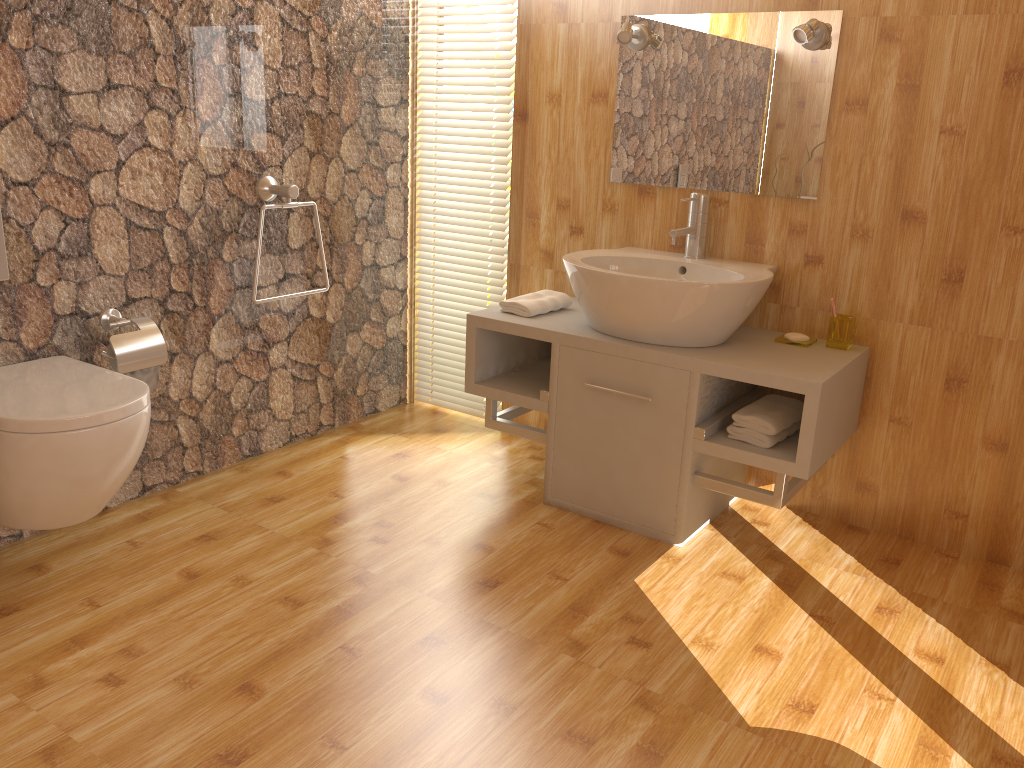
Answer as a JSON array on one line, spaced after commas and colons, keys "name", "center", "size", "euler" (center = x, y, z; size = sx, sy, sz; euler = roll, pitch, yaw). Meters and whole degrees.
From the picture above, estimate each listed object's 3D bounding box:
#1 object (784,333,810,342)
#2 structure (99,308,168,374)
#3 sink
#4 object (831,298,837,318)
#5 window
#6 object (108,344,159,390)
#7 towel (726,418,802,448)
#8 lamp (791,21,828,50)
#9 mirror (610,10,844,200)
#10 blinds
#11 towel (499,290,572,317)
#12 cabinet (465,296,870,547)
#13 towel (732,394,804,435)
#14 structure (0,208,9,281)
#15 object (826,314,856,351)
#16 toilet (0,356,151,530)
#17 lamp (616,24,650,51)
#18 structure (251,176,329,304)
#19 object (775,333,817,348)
[{"name": "object", "center": [0.858, -0.140, 2.671], "size": [0.075, 0.023, 0.050], "euler": [-4, 18, -20]}, {"name": "structure", "center": [-1.090, -0.126, 2.495], "size": [0.154, 0.151, 0.170], "euler": [14, 20, 32]}, {"name": "sink", "center": [0.462, -0.360, 2.678], "size": [0.634, 0.409, 0.533], "euler": [14, 20, 32]}, {"name": "object", "center": [0.950, -0.189, 2.606], "size": [0.063, 0.132, 0.012], "euler": [-6, 19, -26]}, {"name": "window", "center": [1.362, -0.604, 2.493], "size": [3.964, 2.164, 0.010], "euler": [14, 20, 32]}, {"name": "object", "center": [-1.070, -0.054, 2.509], "size": [0.090, 0.151, 0.098], "euler": [14, 20, 32]}, {"name": "towel", "center": [0.727, 0.121, 2.544], "size": [0.140, 0.048, 0.225], "euler": [16, 22, 37]}, {"name": "lamp", "center": [0.831, -0.985, 2.493], "size": [0.080, 0.080, 0.124], "euler": [14, 20, 32]}, {"name": "mirror", "center": [0.631, -0.868, 2.749], "size": [0.698, 0.523, 0.005], "euler": [14, 20, 32]}, {"name": "blinds", "center": [-0.179, -0.936, 3.323], "size": [0.420, 2.178, 0.042], "euler": [14, 20, 32]}, {"name": "towel", "center": [0.080, -0.270, 2.945], "size": [0.140, 0.048, 0.225], "euler": [16, 22, 37]}, {"name": "cabinet", "center": [0.444, 0.107, 2.828], "size": [1.136, 0.570, 0.517], "euler": [14, 20, 32]}, {"name": "towel", "center": [0.740, 0.085, 2.536], "size": [0.140, 0.048, 0.225], "euler": [16, 22, 37]}, {"name": "structure", "center": [-1.317, -0.349, 2.192], "size": [0.010, 0.200, 0.120], "euler": [14, 20, 32]}, {"name": "object", "center": [0.971, -0.153, 2.619], "size": [0.060, 0.093, 0.060], "euler": [14, 20, 32]}, {"name": "toilet", "center": [-1.133, 0.170, 2.202], "size": [0.507, 0.337, 0.371], "euler": [14, 20, 32]}, {"name": "lamp", "center": [0.370, -1.096, 2.792], "size": [0.080, 0.080, 0.124], "euler": [14, 20, 32]}, {"name": "structure", "center": [-0.753, -0.479, 2.903], "size": [0.133, 0.387, 0.332], "euler": [14, 20, 32]}, {"name": "object", "center": [0.856, -0.132, 2.672], "size": [0.100, 0.010, 0.100], "euler": [14, 20, 32]}]
